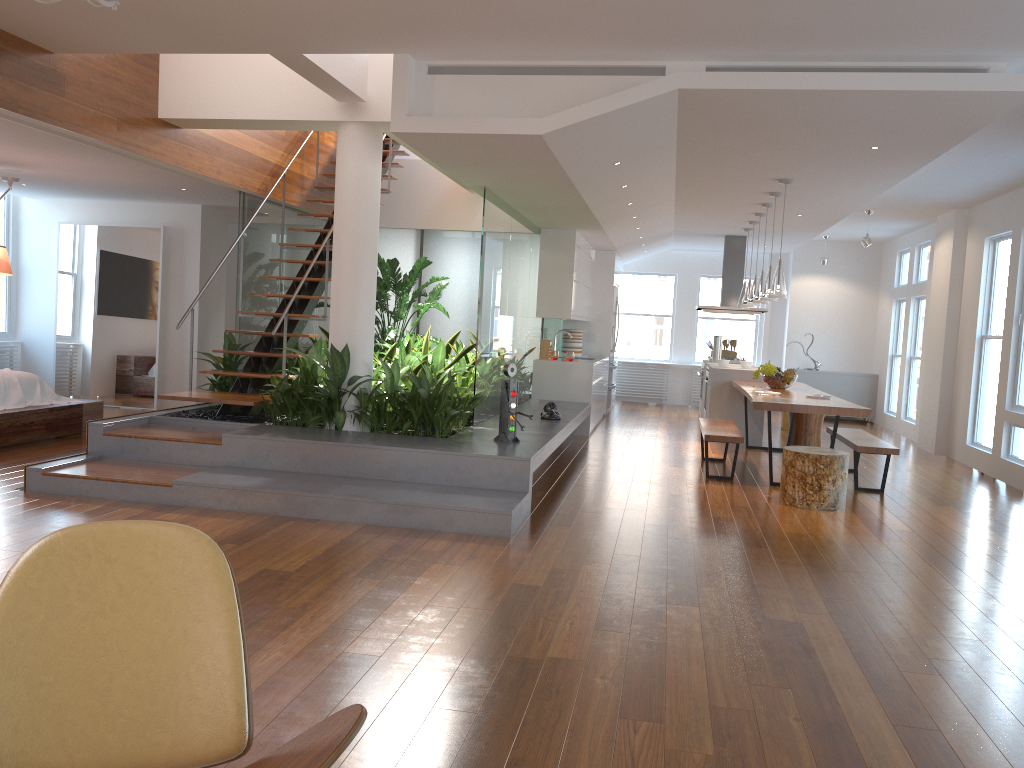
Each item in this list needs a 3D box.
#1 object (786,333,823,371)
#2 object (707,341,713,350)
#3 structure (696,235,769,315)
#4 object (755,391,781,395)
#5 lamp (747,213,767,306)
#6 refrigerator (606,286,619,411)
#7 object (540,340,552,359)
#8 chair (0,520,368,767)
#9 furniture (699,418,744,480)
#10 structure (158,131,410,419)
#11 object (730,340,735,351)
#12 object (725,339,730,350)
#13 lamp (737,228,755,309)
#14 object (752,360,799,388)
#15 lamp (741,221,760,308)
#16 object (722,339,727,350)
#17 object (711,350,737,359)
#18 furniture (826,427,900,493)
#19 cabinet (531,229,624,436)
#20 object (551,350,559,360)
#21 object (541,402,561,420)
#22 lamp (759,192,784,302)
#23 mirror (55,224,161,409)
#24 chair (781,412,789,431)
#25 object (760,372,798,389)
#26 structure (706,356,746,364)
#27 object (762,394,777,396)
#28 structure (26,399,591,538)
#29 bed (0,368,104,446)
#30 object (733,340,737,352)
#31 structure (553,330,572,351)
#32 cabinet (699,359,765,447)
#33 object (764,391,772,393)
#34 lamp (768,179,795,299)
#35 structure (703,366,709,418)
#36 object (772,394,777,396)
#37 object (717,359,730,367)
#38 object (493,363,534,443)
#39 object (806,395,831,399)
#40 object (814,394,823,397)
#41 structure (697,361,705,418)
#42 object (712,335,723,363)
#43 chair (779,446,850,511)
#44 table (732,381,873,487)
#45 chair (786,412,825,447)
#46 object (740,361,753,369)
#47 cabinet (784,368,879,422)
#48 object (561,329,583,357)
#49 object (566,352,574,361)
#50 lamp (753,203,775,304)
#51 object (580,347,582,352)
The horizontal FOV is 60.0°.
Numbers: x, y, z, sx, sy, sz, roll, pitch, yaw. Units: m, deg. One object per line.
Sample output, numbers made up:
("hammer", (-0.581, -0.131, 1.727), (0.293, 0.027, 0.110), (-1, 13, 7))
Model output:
("object", (4.484, -0.497, 13.515), (0.590, 0.563, 0.210), (2, 4, -19))
("object", (2.844, -0.478, 12.554), (0.199, 0.259, 0.016), (5, 4, 20))
("structure", (2.994, -1.658, 11.967), (0.909, 1.405, 0.900), (4, 4, 10))
("object", (2.265, 0.082, 7.847), (0.222, 0.020, 0.222), (0, 5, -39))
("lamp", (2.652, -1.378, 9.583), (0.160, 1.060, 0.160), (6, 5, 37))
("refrigerator", (1.164, -0.524, 12.812), (0.725, 1.772, 0.908), (4, 4, 10))
("object", (0.400, -0.407, 10.420), (0.104, 0.222, 0.200), (4, 4, 10))
("chair", (-0.691, 0.715, 1.559), (0.856, 0.752, 0.867), (4, 4, 15))
("furniture", (1.845, 0.575, 7.938), (0.316, 0.389, 1.433), (4, 4, 10))
("structure", (-1.002, -1.702, 8.552), (2.552, 4.265, 4.591), (4, 4, 10))
("object", (3.092, -0.477, 12.495), (0.068, 0.298, 0.039), (4, 4, 10))
("object", (3.029, -0.481, 12.503), (0.057, 0.299, 0.019), (4, 4, 10))
("lamp", (2.907, -1.464, 11.004), (0.160, 1.060, 0.160), (6, 5, 37))
("object", (2.615, -0.091, 8.781), (0.394, 0.284, 0.292), (1, 4, -26))
("lamp", (2.779, -1.421, 10.293), (0.160, 1.060, 0.160), (6, 5, 37))
("object", (2.999, -0.485, 12.528), (0.061, 0.299, 0.040), (4, 4, 8))
("object", (2.992, -0.406, 12.524), (0.353, 0.157, 0.084), (4, 4, 10))
("furniture", (3.017, 0.653, 7.733), (0.316, 0.389, 1.433), (4, 4, 10))
("cabinet", (0.991, -0.698, 12.077), (0.676, 2.280, 4.565), (4, 4, 10))
("object", (0.488, -0.328, 10.133), (0.094, 0.106, 0.094), (4, 4, 16))
("object", (0.334, 0.237, 7.935), (0.216, 0.155, 0.181), (1, 4, -25))
("lamp", (2.398, -1.292, 8.162), (0.160, 1.060, 0.160), (6, 5, 37))
("mirror", (-4.637, -0.779, 10.149), (1.267, 2.044, 0.049), (4, 4, 10))
("chair", (3.768, 0.389, 11.746), (0.344, 0.430, 0.549), (4, 4, 14))
("object", (2.634, -0.025, 8.767), (0.360, 0.159, 0.360), (1, 4, -27))
("structure", (2.925, -0.334, 12.087), (0.520, 0.073, 0.650), (4, 4, 10))
("object", (2.234, 0.095, 7.750), (0.164, 0.006, 0.017), (4, 4, 15))
("structure", (-1.023, 0.428, 8.011), (3.088, 0.386, 5.584), (4, 4, 10))
("bed", (-5.110, 0.136, 7.325), (2.314, 0.595, 2.207), (4, 4, 10))
("object", (3.131, -0.475, 12.506), (0.057, 0.294, 0.030), (4, 4, 10))
("structure", (0.632, -0.414, 11.136), (0.248, 0.536, 0.115), (4, 4, 10))
("cabinet", (2.737, 0.169, 11.215), (0.597, 0.832, 2.936), (4, 4, 10))
("object", (2.265, 0.076, 7.847), (0.070, 0.030, 0.079), (1, 4, -27))
("lamp", (2.270, -1.249, 7.452), (0.160, 1.060, 0.160), (6, 5, 37))
("structure", (2.368, 0.112, 10.765), (0.072, 0.648, 0.644), (4, 4, 10))
("object", (2.227, 0.093, 7.718), (0.149, 0.014, 0.044), (4, 4, 9))
("object", (2.445, -0.238, 10.270), (0.152, 0.082, 0.152), (0, 5, -41))
("object", (0.027, 0.137, 6.237), (0.134, 0.565, 0.318), (-1, 6, -44))
("object", (2.671, 0.113, 7.728), (0.222, 0.020, 0.222), (3, 4, 2))
("object", (2.671, 0.107, 7.727), (0.070, 0.030, 0.079), (0, 5, -37))
("structure", (2.858, 0.088, 12.113), (0.649, 0.735, 0.890), (4, 4, 10))
("object", (2.711, -0.458, 11.652), (0.172, 0.356, 0.120), (1, 5, -32))
("chair", (2.218, 0.686, 6.516), (0.460, 0.400, 0.460), (5, 4, 20))
("table", (2.816, 0.337, 9.790), (0.893, 0.704, 5.996), (4, 4, 10))
("chair", (3.175, 0.500, 9.605), (0.396, 0.455, 0.402), (3, 4, 0))
("object", (2.669, -0.215, 10.106), (0.152, 0.082, 0.152), (1, 5, -29))
("cabinet", (4.835, 0.167, 13.537), (1.309, 0.725, 0.420), (4, 4, 10))
("object", (0.791, -0.539, 11.664), (0.267, 0.356, 0.266), (6, 5, 36))
("object", (0.659, -0.313, 10.056), (0.094, 0.106, 0.094), (4, 4, 16))
("lamp", (2.525, -1.335, 8.873), (0.160, 1.060, 0.160), (6, 5, 37))
("object", (0.821, -0.481, 12.055), (0.284, 0.196, 0.265), (0, 5, -38))
